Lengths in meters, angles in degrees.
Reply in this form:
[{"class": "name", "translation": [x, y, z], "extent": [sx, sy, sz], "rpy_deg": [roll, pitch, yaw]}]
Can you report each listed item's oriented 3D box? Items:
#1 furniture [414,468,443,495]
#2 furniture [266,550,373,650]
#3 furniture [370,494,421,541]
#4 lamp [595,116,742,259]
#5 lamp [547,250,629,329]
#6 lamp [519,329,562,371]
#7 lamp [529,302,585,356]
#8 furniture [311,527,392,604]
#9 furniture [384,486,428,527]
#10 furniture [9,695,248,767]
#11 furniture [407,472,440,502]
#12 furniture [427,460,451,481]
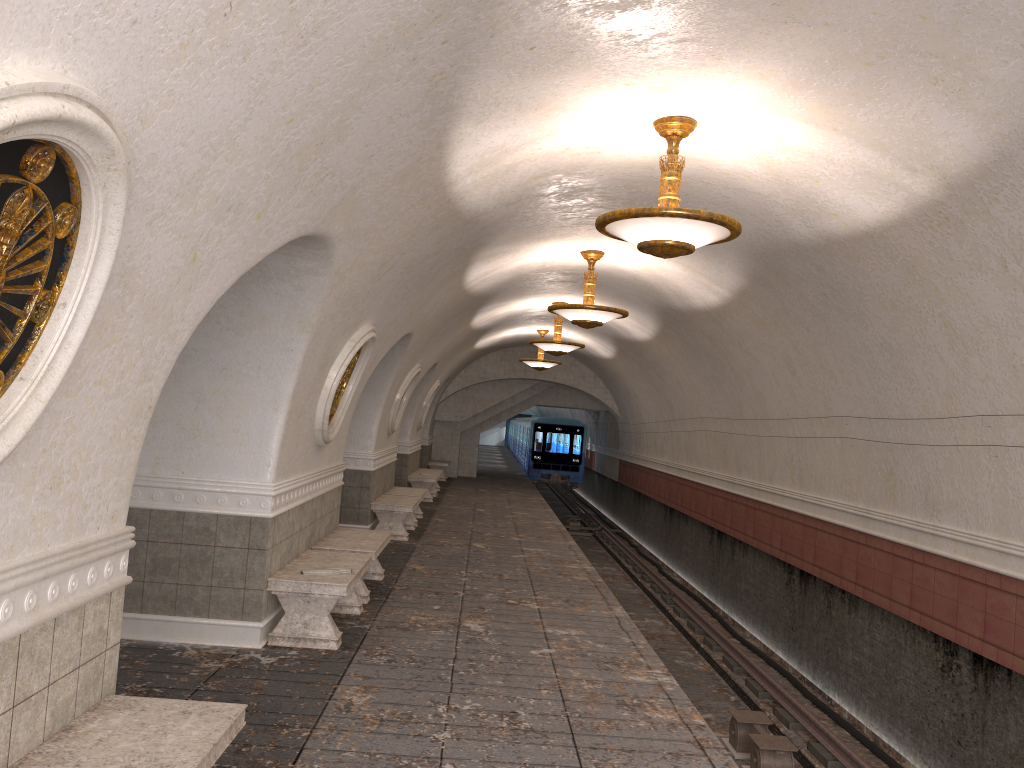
[{"class": "furniture", "translation": [-1.992, 2.318, 21.110], "extent": [0.613, 0.508, 1.509], "rpy_deg": [5, -2, -1]}, {"class": "furniture", "translation": [-1.594, 1.780, 7.461], "extent": [0.613, 0.508, 1.509], "rpy_deg": [5, -2, -1]}, {"class": "furniture", "translation": [-1.769, 2.017, 13.475], "extent": [0.613, 0.508, 1.509], "rpy_deg": [5, -2, -1]}, {"class": "lamp", "translation": [1.104, -1.347, 6.194], "extent": [1.008, 0.955, 1.008], "rpy_deg": [5, -2, -17]}, {"class": "lamp", "translation": [0.963, -1.157, 11.019], "extent": [1.008, 0.955, 1.008], "rpy_deg": [4, -2, 14]}, {"class": "lamp", "translation": [0.682, -0.776, 20.665], "extent": [1.008, 0.955, 1.008], "rpy_deg": [2, -3, 44]}, {"class": "lamp", "translation": [0.823, -0.967, 15.841], "extent": [1.008, 0.955, 1.008], "rpy_deg": [4, -2, 14]}, {"class": "furniture", "translation": [-1.643, 1.846, 9.141], "extent": [0.613, 0.508, 1.509], "rpy_deg": [5, -2, -1]}, {"class": "furniture", "translation": [-1.818, 2.083, 15.154], "extent": [0.613, 0.508, 1.509], "rpy_deg": [5, -2, -1]}, {"class": "furniture", "translation": [-1.468, 1.609, 3.139], "extent": [0.613, 0.508, 1.509], "rpy_deg": [5, -2, -1]}, {"class": "furniture", "translation": [-1.943, 2.252, 19.430], "extent": [0.613, 0.508, 1.509], "rpy_deg": [5, -2, -1]}, {"class": "furniture", "translation": [-2.127, 2.500, 25.725], "extent": [0.613, 0.508, 1.509], "rpy_deg": [5, -2, -1]}]
